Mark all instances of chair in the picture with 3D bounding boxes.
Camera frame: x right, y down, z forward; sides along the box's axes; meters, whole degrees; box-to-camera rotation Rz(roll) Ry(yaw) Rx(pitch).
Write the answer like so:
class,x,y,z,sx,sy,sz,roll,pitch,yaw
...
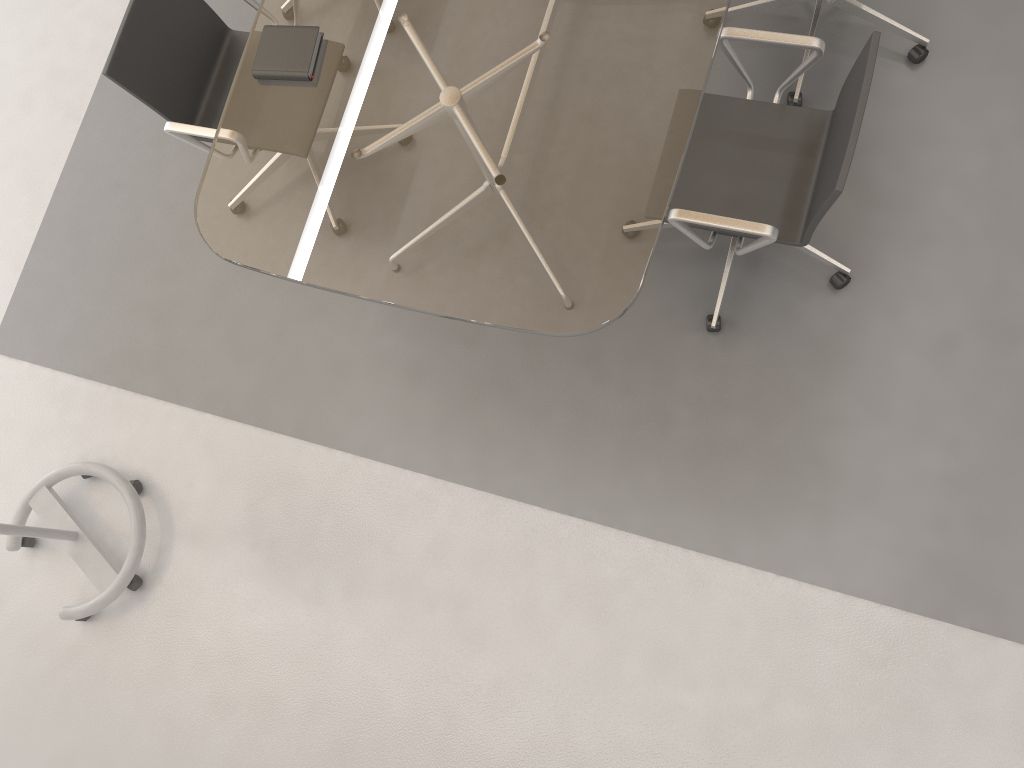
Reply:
class,x,y,z,sx,sy,sz,roll,pitch,yaw
chair,0.929,-1.364,2.663,0.710,0.805,0.731,-3,76,12
chair,0.633,-0.613,2.550,0.710,0.805,0.731,-3,76,12
chair,-0.792,-0.972,2.971,0.710,0.805,0.731,-4,76,12

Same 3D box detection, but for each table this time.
class,x,y,z,sx,sy,sz,roll,pitch,yaw
table,0.158,-1.578,2.935,1.372,0.721,3.054,14,80,16

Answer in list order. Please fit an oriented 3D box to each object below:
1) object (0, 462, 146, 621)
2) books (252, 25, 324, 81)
class,x,y,z,sx,sy,sz,roll,pitch,yaw
object,-1.745,0.323,2.203,0.553,2.088,0.560,-1,76,13
books,-0.652,-0.961,2.578,0.183,0.032,0.164,7,79,15
